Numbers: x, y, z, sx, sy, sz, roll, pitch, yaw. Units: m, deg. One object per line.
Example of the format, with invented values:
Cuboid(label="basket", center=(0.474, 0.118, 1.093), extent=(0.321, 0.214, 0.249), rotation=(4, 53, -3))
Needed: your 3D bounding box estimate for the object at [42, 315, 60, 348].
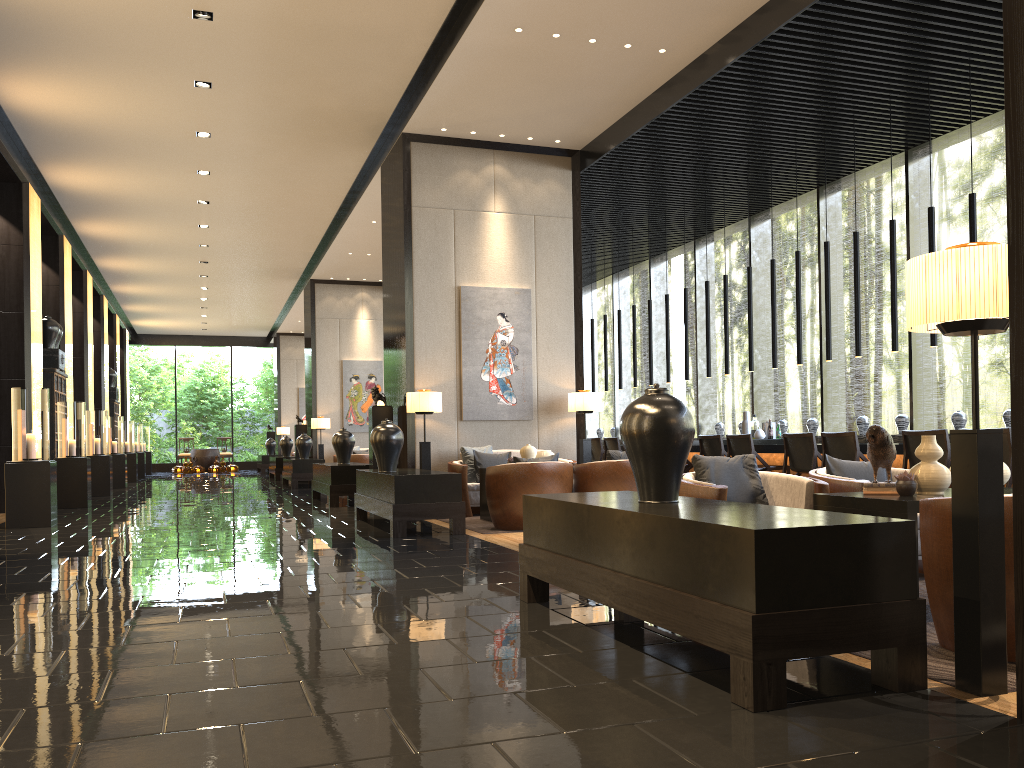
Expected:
Cuboid(label="object", center=(-6.762, -0.755, 12.893), extent=(0.312, 0.492, 0.311), rotation=(-2, -2, 37))

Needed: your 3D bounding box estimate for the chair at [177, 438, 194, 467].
Cuboid(label="chair", center=(-10.171, 2.213, 27.659), extent=(0.520, 1.075, 0.537), rotation=(-1, -1, -19))

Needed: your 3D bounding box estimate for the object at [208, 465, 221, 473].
Cuboid(label="object", center=(-8.884, 2.534, 26.443), extent=(0.369, 0.229, 0.370), rotation=(0, -3, -17))

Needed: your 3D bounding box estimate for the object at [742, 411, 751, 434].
Cuboid(label="object", center=(2.882, 0.508, 10.878), extent=(0.113, 0.344, 0.113), rotation=(-1, -1, -24))

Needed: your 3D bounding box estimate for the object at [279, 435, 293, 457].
Cuboid(label="object", center=(-5.195, 1.430, 20.395), extent=(0.311, 0.492, 0.312), rotation=(-1, -1, 0))

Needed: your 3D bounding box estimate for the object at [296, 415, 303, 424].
Cuboid(label="object", center=(-4.478, 0.750, 18.649), extent=(0.161, 0.217, 0.102), rotation=(0, -1, -31))

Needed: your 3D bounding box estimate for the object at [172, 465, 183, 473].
Cuboid(label="object", center=(-10.033, 2.567, 26.654), extent=(0.369, 0.229, 0.370), rotation=(-1, -3, -2))

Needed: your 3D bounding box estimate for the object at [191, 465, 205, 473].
Cuboid(label="object", center=(-9.317, 2.531, 26.287), extent=(0.369, 0.229, 0.370), rotation=(-1, -3, 3))

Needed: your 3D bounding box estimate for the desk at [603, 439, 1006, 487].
Cuboid(label="desk", center=(1.011, 1.388, 15.398), extent=(1.779, 0.759, 28.782), rotation=(0, -4, -19))

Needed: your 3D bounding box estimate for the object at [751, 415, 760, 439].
Cuboid(label="object", center=(3.008, 0.532, 10.968), extent=(0.129, 0.305, 0.129), rotation=(0, -1, -33))

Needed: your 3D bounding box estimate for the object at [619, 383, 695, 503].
Cuboid(label="object", center=(0.605, 0.244, 3.685), extent=(0.311, 0.492, 0.312), rotation=(0, -2, -30))

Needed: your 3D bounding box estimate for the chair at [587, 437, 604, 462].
Cuboid(label="chair", center=(1.401, 1.203, 13.140), extent=(0.563, 0.826, 0.526), rotation=(0, -1, -19))

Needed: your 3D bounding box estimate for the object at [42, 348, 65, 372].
Cuboid(label="object", center=(-6.799, -0.338, 13.042), extent=(0.365, 0.314, 0.607), rotation=(0, -3, -19))

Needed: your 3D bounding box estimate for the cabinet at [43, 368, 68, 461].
Cuboid(label="cabinet", center=(-6.878, 0.778, 12.973), extent=(0.547, 1.922, 1.189), rotation=(-1, -1, -19))

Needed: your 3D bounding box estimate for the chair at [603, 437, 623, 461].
Cuboid(label="chair", center=(1.589, 1.165, 12.597), extent=(0.563, 0.826, 0.526), rotation=(0, -1, -19))

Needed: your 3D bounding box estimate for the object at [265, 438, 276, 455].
Cuboid(label="object", center=(-6.894, 1.777, 25.290), extent=(0.311, 0.492, 0.312), rotation=(-1, -1, 0))

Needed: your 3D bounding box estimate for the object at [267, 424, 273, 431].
Cuboid(label="object", center=(-7.417, 1.338, 27.123), extent=(0.176, 0.246, 0.116), rotation=(-1, -1, -14))

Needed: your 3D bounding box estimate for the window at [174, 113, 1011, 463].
Cuboid(label="window", center=(-3.228, -0.336, 14.490), extent=(12.051, 4.223, 31.939), rotation=(0, -4, -19))

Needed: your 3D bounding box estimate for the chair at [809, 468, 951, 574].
Cuboid(label="chair", center=(2.025, 0.770, 4.961), extent=(0.803, 0.604, 0.607), rotation=(0, -2, -19))

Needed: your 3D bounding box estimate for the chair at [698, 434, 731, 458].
Cuboid(label="chair", center=(2.442, 0.991, 10.140), extent=(0.563, 0.826, 0.526), rotation=(0, -1, -19))

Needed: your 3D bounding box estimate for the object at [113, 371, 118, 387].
Cuboid(label="object", center=(-9.763, -0.141, 21.537), extent=(0.311, 0.492, 0.312), rotation=(0, -2, -38))

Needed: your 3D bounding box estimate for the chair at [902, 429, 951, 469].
Cuboid(label="chair", center=(3.484, 0.778, 7.139), extent=(0.563, 0.826, 0.526), rotation=(0, -1, -19))

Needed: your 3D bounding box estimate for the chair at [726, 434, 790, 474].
Cuboid(label="chair", center=(2.631, 0.952, 9.597), extent=(0.563, 0.826, 0.526), rotation=(0, -1, -19))

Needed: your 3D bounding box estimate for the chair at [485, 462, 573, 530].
Cuboid(label="chair", center=(0.186, 0.993, 7.909), extent=(0.803, 0.604, 0.607), rotation=(0, -2, -19))

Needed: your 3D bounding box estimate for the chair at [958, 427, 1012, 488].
Cuboid(label="chair", center=(3.672, 0.739, 6.596), extent=(0.563, 0.826, 0.526), rotation=(0, -1, -19))

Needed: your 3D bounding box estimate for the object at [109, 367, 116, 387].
Cuboid(label="object", center=(-9.654, -0.163, 21.224), extent=(0.312, 0.492, 0.311), rotation=(-2, -2, 45))

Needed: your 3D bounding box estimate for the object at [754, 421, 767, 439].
Cuboid(label="object", center=(3.017, 0.564, 10.793), extent=(0.135, 0.217, 0.136), rotation=(0, -2, -32))

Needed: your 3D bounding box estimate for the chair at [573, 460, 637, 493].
Cuboid(label="chair", center=(0.994, 0.998, 8.190), extent=(0.803, 0.604, 0.607), rotation=(0, -2, -19))

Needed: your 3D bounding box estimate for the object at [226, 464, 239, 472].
Cuboid(label="object", center=(-8.570, 2.574, 27.143), extent=(0.370, 0.229, 0.370), rotation=(-4, -4, 43))

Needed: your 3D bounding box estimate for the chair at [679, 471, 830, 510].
Cuboid(label="chair", center=(1.216, 0.765, 4.680), extent=(0.803, 0.604, 0.607), rotation=(0, -2, -19))

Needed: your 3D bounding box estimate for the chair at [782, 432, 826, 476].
Cuboid(label="chair", center=(2.963, 0.884, 8.640), extent=(0.563, 0.826, 0.526), rotation=(0, -1, -19))

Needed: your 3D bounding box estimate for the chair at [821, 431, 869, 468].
Cuboid(label="chair", center=(3.152, 0.846, 8.096), extent=(0.563, 0.826, 0.526), rotation=(0, -1, -19))

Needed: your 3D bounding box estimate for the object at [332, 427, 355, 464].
Cuboid(label="object", center=(-2.285, 0.835, 12.012), extent=(0.311, 0.492, 0.312), rotation=(0, -2, -38))

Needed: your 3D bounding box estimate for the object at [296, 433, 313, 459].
Cuboid(label="object", center=(-3.932, 1.172, 16.756), extent=(0.311, 0.492, 0.312), rotation=(-1, -1, 0))

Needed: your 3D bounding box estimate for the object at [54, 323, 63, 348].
Cuboid(label="object", center=(-6.871, -0.732, 13.206), extent=(0.311, 0.492, 0.312), rotation=(0, -2, -38))

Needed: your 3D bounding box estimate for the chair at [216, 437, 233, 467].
Cuboid(label="chair", center=(-9.105, 2.219, 28.030), extent=(0.520, 1.075, 0.537), rotation=(-1, -1, -19))

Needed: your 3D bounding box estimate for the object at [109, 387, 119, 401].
Cuboid(label="object", center=(-9.691, 0.253, 21.373), extent=(0.365, 0.314, 0.607), rotation=(0, -3, -19))

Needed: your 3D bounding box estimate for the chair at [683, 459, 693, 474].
Cuboid(label="chair", center=(2.110, 1.058, 11.097), extent=(0.563, 0.826, 0.526), rotation=(0, -1, -19))

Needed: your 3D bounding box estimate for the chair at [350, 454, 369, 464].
Cuboid(label="chair", center=(-2.724, 1.588, 16.291), extent=(0.803, 0.604, 0.607), rotation=(0, -2, -19))

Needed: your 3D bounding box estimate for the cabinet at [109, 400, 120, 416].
Cuboid(label="cabinet", center=(-9.770, 1.369, 21.304), extent=(0.547, 1.922, 1.189), rotation=(-1, -1, -19))
